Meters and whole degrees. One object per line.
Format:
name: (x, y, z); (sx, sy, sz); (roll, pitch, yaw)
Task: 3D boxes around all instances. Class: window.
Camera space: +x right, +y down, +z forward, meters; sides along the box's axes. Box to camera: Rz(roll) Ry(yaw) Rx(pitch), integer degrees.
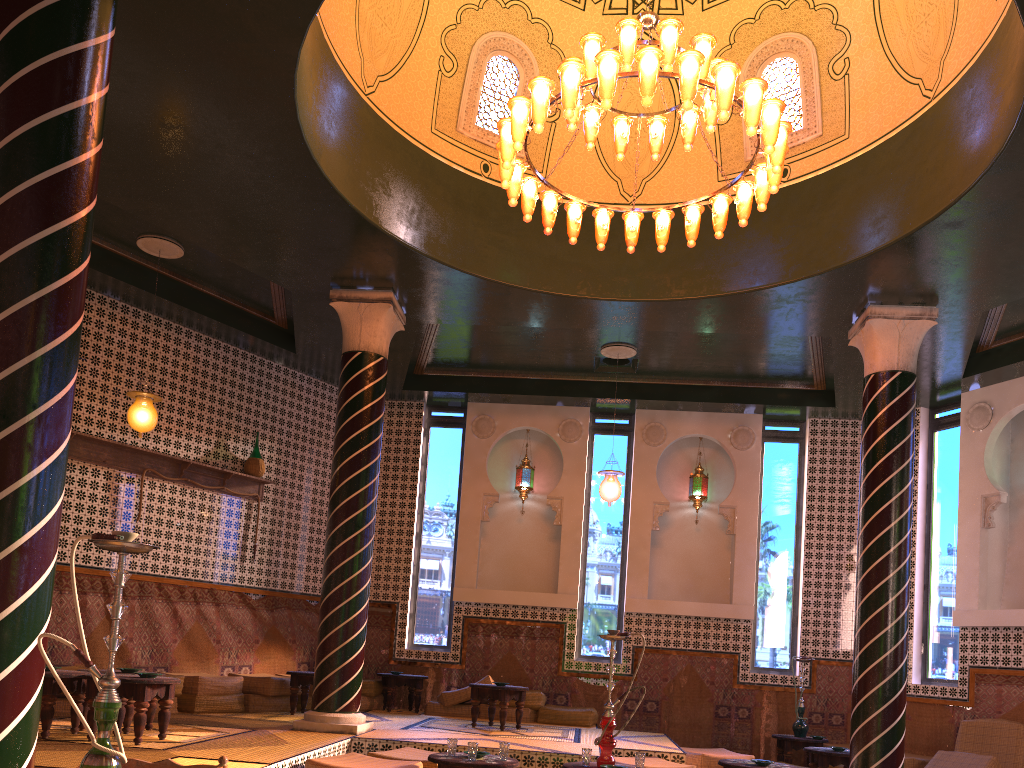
window: (-1.268, 2.614, 14.924); (0.773, 3.919, 0.093); (3, -5, 5)
window: (1.333, -3.906, 7.661); (5.807, 1.134, 5.674); (-11, -22, 39)
window: (6.527, 2.517, 12.923); (0.092, 3.919, 0.783); (6, -5, -24)
window: (1.574, 2.726, 14.665); (0.773, 3.919, 0.093); (3, -5, 5)
window: (4.415, 2.838, 14.406); (0.773, 3.919, 0.093); (3, -5, 5)

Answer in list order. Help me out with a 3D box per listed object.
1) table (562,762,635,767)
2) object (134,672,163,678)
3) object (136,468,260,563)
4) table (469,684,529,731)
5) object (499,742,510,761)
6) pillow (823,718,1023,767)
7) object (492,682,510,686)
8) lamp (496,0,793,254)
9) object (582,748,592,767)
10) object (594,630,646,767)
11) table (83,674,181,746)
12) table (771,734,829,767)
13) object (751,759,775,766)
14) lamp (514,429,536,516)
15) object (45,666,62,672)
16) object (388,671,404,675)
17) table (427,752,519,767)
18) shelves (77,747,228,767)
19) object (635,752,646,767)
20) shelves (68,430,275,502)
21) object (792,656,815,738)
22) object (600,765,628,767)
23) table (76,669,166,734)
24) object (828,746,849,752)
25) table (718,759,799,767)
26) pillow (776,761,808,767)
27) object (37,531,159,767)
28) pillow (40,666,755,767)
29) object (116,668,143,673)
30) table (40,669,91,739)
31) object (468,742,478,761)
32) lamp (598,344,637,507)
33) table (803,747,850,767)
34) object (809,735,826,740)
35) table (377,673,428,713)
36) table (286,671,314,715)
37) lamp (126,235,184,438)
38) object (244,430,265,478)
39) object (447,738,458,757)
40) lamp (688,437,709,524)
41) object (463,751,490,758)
table: (0.852, 3.771, 7.806); (0.852, 0.574, 0.858); (12, -15, -29)
object: (-3.386, 2.714, 8.032); (0.250, 0.044, 0.261); (-2, -18, 20)
object: (-4.400, 1.899, 12.249); (0.060, 1.020, 2.051); (1, -14, 35)
table: (-0.202, 4.500, 12.021); (0.837, 0.574, 0.874); (0, -14, 17)
object: (-0.073, 3.352, 7.873); (0.092, 0.159, 0.094); (6, -8, -17)
pillow: (6.141, 4.900, 11.044); (1.422, 1.161, 5.919); (9, -18, -23)
object: (-0.156, 4.188, 12.040); (0.250, 0.044, 0.261); (-2, -18, 20)
lamp: (1.225, -3.895, 7.536); (2.465, 4.511, 2.548); (2, -8, 13)
object: (0.676, 3.391, 7.835); (0.092, 0.159, 0.095); (3, -8, 8)
object: (0.967, 2.871, 7.863); (0.462, 1.228, 0.308); (1, -6, 22)
table: (-3.547, 3.016, 8.017); (0.849, 0.574, 0.862); (-9, -19, 43)
table: (4.416, 5.733, 13.281); (0.837, 0.574, 0.874); (0, -14, 15)
object: (2.612, 3.951, 8.997); (0.251, 0.044, 0.260); (7, -17, -9)
lamp: (0.229, 1.503, 14.925); (0.325, 1.533, 0.368); (0, -7, 39)
object: (-4.309, 2.640, 7.996); (0.257, 0.044, 0.255); (17, -22, -37)
object: (-1.864, 4.646, 13.873); (0.250, 0.044, 0.261); (-2, -18, 20)
table: (-0.369, 3.707, 7.861); (0.839, 0.574, 0.872); (5, -13, -4)
shelves: (-1.963, 2.468, 4.135); (0.745, 1.259, 1.231); (3, -11, 7)
object: (1.153, 3.410, 7.792); (0.092, 0.159, 0.094); (6, -8, -17)
shelves: (-4.975, 0.964, 11.292); (0.256, 0.333, 4.642); (-2, -18, 34)
object: (4.439, 4.822, 13.327); (0.301, 1.229, 0.473); (-1, -8, 41)
object: (0.897, 3.392, 7.602); (0.257, 0.044, 0.255); (17, -22, -37)
table: (-3.985, 3.217, 8.752); (0.849, 0.574, 0.862); (-9, -19, 43)
object: (4.281, 4.789, 11.320); (0.250, 0.044, 0.261); (-2, -18, 20)
table: (2.578, 4.291, 9.064); (0.846, 0.574, 0.864); (-8, -18, 40)
pillow: (3.875, 5.651, 12.480); (0.987, 0.271, 0.976); (11, -18, -23)
object: (-1.939, 1.310, 4.023); (0.462, 1.229, 0.306); (2, -6, 13)
pillow: (-1.951, 3.883, 9.644); (10.019, 1.235, 10.363); (2, -17, 6)
object: (-3.855, 2.889, 8.693); (0.251, 0.044, 0.260); (7, -17, -9)
table: (-4.378, 2.960, 8.016); (0.849, 0.574, 0.862); (-9, -19, 43)
object: (-0.352, 3.279, 7.700); (0.092, 0.159, 0.094); (6, -8, -17)
lamp: (1.473, 0.634, 12.461); (0.520, 2.271, 0.529); (4, -5, -6)
table: (4.259, 5.122, 11.352); (0.852, 0.574, 0.858); (12, -15, -29)
object: (4.648, 5.379, 13.124); (0.250, 0.044, 0.261); (-2, -18, 20)
table: (-1.792, 5.007, 13.979); (0.838, 0.574, 0.872); (-2, -15, 23)
table: (-2.784, 4.384, 12.204); (0.837, 0.574, 0.874); (1, -14, 11)
lamp: (-4.208, -0.503, 10.063); (0.520, 2.271, 0.529); (4, -5, -6)
object: (-3.826, 1.048, 12.900); (0.306, 0.707, 0.303); (10, -9, -42)
object: (-0.550, 3.334, 7.917); (0.093, 0.159, 0.093); (10, -10, -36)
lamp: (3.177, 1.625, 14.677); (0.361, 1.533, 0.331); (0, -7, 39)
object: (-0.327, 3.424, 7.969); (0.257, 0.044, 0.255); (17, -22, -37)
